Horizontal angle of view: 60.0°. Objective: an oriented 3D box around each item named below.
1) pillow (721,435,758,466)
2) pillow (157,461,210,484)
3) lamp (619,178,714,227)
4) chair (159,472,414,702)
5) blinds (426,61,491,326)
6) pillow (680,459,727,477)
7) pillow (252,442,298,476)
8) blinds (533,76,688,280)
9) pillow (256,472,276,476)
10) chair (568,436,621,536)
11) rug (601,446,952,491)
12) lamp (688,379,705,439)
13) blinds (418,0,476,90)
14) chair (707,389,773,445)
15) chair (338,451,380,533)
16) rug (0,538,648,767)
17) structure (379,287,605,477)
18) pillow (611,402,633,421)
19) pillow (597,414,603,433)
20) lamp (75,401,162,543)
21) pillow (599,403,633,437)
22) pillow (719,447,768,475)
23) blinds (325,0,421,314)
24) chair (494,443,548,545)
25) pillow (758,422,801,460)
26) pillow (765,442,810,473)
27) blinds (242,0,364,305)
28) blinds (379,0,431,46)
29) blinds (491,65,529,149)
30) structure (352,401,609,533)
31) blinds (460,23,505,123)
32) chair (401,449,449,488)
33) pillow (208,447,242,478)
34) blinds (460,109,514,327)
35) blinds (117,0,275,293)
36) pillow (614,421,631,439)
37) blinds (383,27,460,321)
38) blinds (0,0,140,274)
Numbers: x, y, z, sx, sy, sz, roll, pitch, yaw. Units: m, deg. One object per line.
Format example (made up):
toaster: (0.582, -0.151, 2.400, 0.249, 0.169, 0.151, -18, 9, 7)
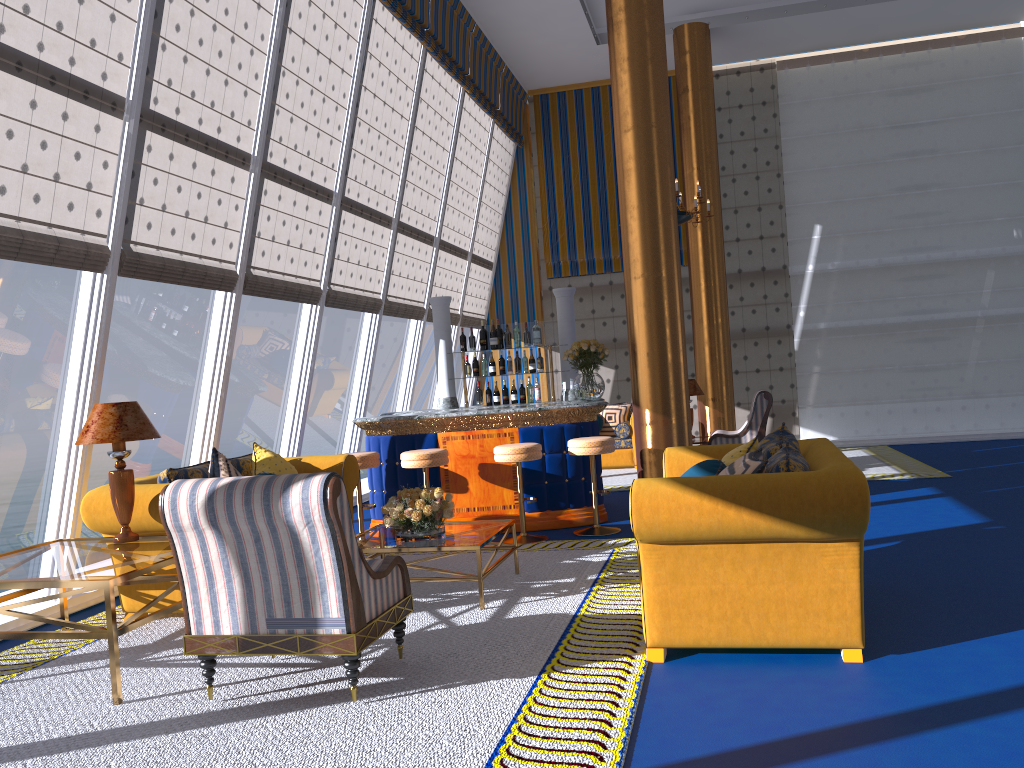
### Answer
pillow: (1.237, 0.531, 4.831, 0.230, 0.491, 0.615, -4, 1, 19)
pillow: (-2.037, 0.779, 5.713, 0.245, 0.549, 0.610, -4, 1, 11)
lamp: (1.771, -2.981, 10.598, 1.063, 2.422, 1.055, -4, 1, -10)
chair: (-0.970, 0.858, 3.968, 0.790, 0.967, 0.787, -4, 1, 13)
blinds: (-0.659, -2.549, 12.123, 0.870, 3.395, 1.371, -4, 1, 13)
pillow: (0.966, 0.591, 4.707, 0.394, 0.367, 0.456, -4, 1, -26)
pillow: (-1.658, 0.693, 6.253, 0.326, 0.583, 0.581, -4, 1, 33)
blinds: (1.732, -3.230, 13.760, 2.649, 2.991, 0.152, -4, 1, 12)
pillow: (-1.561, 0.785, 5.903, 0.317, 0.404, 0.477, -4, 1, 26)
chair: (0.680, 0.835, 7.355, 0.400, 0.782, 0.396, -4, 1, -16)
rug: (1.883, 1.125, 11.493, 6.230, 0.011, 3.608, -4, 0, 12)
lamp: (2.321, 0.330, 11.677, 0.447, 0.783, 0.446, -4, 1, -2)
blinds: (-0.759, -4.066, 10.367, 0.337, 0.830, 1.531, -4, 0, 13)
chair: (2.695, 0.572, 10.511, 0.780, 0.967, 0.797, -4, 1, 13)
chair: (-1.292, 0.972, 7.507, 0.402, 0.782, 0.394, -5, 1, -39)
rug: (-1.157, 1.370, 4.199, 3.576, 0.010, 6.283, -4, 0, 13)
structure: (-0.212, 0.186, 9.017, 2.308, 2.196, 0.770, -4, 1, 4)
pillow: (1.459, 0.558, 12.480, 0.610, 0.610, 0.341, -4, 1, 18)
pillow: (1.010, 0.556, 12.165, 0.464, 0.367, 0.387, -4, 1, -27)
lamp: (-2.200, 0.495, 4.994, 0.442, 0.783, 0.450, -4, 1, 28)
pillow: (1.417, 0.504, 12.282, 0.519, 0.456, 0.329, -4, 1, 12)
pillow: (1.074, 0.563, 4.299, 0.326, 0.456, 0.524, -4, 1, 13)
blinds: (-1.359, -2.487, 9.178, 0.870, 3.395, 1.371, -4, 1, 13)
chair: (0.071, 0.878, 7.204, 0.402, 0.782, 0.395, -4, 1, -28)
pillow: (1.402, 0.564, 4.845, 0.352, 0.673, 0.605, -4, 1, 21)
pillow: (1.273, 0.607, 4.266, 0.337, 0.610, 0.617, -4, 1, 18)
blinds: (-1.715, -2.456, 7.682, 0.870, 3.395, 1.371, -4, 1, 13)
blinds: (-1.118, -4.035, 8.858, 0.337, 0.830, 1.531, -4, 0, 13)
blinds: (-0.044, -4.130, 13.379, 0.337, 0.830, 1.531, -4, 0, 13)
structure: (-0.252, 0.760, 7.941, 2.310, 1.065, 0.769, -4, 1, 2)
blinds: (-0.402, -4.098, 11.871, 0.337, 0.830, 1.531, -4, 0, 13)
chair: (-0.693, 0.931, 7.274, 0.402, 0.782, 0.394, -5, 1, -39)
pillow: (-1.785, 0.708, 5.724, 0.279, 0.619, 0.693, -4, 1, 11)
blinds: (-0.314, -2.580, 13.573, 0.870, 3.395, 1.371, -4, 1, 13)
blinds: (-2.063, -2.425, 6.218, 0.870, 3.395, 1.371, -4, 1, 13)
pillow: (1.524, 0.618, 11.984, 0.213, 0.219, 0.375, -4, 0, 18)
blinds: (-1.018, -2.518, 10.615, 0.870, 3.395, 1.371, -4, 1, 13)
blinds: (-2.410, -2.394, 4.760, 0.870, 3.395, 1.371, -4, 1, 13)
